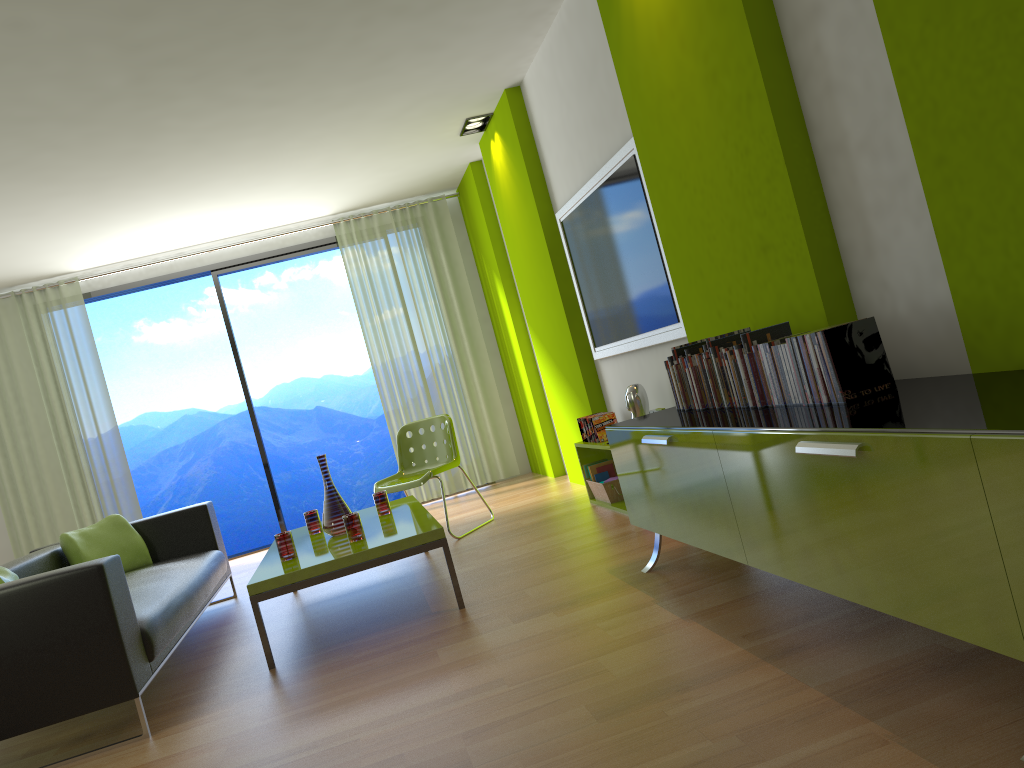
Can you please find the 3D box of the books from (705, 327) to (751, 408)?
[{"bbox_3d":[0.763,-0.053,3.010,0.163,0.248,0.017,-15,0,-11],"label":"books"}]

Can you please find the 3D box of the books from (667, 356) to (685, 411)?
[{"bbox_3d":[0.695,-0.019,3.360,0.172,0.215,0.030,-15,0,-11],"label":"books"}]

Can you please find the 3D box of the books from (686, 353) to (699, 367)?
[{"bbox_3d":[0.730,-0.021,3.207,0.163,0.201,0.025,-15,0,-11],"label":"books"}]

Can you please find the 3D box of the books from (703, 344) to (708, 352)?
[{"bbox_3d":[0.760,-0.042,3.089,0.144,0.229,0.025,-15,0,-11],"label":"books"}]

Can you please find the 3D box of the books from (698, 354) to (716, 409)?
[{"bbox_3d":[0.751,-0.024,3.109,0.163,0.198,0.018,-15,0,-11],"label":"books"}]

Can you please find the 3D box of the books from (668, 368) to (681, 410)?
[{"bbox_3d":[0.696,0.003,3.408,0.163,0.171,0.017,-15,0,-11],"label":"books"}]

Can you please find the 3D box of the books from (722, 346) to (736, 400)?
[{"bbox_3d":[0.789,-0.036,2.903,0.163,0.204,0.025,-15,0,-11],"label":"books"}]

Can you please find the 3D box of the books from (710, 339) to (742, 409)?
[{"bbox_3d":[0.769,-0.038,2.972,0.172,0.217,0.031,-15,0,-11],"label":"books"}]

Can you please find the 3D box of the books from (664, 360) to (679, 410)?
[{"bbox_3d":[0.688,-0.011,3.428,0.163,0.201,0.025,-15,0,-11],"label":"books"}]

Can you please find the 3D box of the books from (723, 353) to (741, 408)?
[{"bbox_3d":[0.783,-0.027,2.876,0.161,0.191,0.021,-15,0,-11],"label":"books"}]

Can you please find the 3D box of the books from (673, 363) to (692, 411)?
[{"bbox_3d":[0.706,-0.005,3.303,0.180,0.183,0.025,-15,0,-11],"label":"books"}]

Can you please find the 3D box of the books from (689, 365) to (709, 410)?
[{"bbox_3d":[0.736,-0.002,3.153,0.185,0.164,0.025,-15,0,-11],"label":"books"}]

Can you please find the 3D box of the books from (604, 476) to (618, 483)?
[{"bbox_3d":[0.598,0.561,5.220,0.087,0.008,0.110,-15,0,29],"label":"books"}]

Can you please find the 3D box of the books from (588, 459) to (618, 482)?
[{"bbox_3d":[0.568,0.577,5.397,0.158,0.202,0.051,-15,0,-11],"label":"books"}]

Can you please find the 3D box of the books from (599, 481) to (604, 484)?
[{"bbox_3d":[0.607,0.575,5.203,0.143,0.025,0.182,-15,0,-11],"label":"books"}]

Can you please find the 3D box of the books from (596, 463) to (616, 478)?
[{"bbox_3d":[0.585,0.582,5.377,0.105,0.182,0.031,-15,0,-11],"label":"books"}]

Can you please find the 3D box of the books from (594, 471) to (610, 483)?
[{"bbox_3d":[0.558,0.608,5.357,0.086,0.148,0.025,-15,0,-11],"label":"books"}]

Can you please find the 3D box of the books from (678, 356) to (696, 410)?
[{"bbox_3d":[0.716,-0.018,3.277,0.163,0.201,0.032,-15,0,-11],"label":"books"}]

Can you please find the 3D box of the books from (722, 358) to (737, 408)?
[{"bbox_3d":[0.789,-0.020,2.924,0.163,0.173,0.017,-15,0,-11],"label":"books"}]

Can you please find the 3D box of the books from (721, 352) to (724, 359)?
[{"bbox_3d":[0.788,-0.030,2.946,0.151,0.193,0.025,-15,0,-11],"label":"books"}]

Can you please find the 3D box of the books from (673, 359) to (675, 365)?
[{"bbox_3d":[0.706,-0.015,3.340,0.161,0.201,0.013,-15,0,-11],"label":"books"}]

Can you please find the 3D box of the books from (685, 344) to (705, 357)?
[{"bbox_3d":[0.728,-0.034,3.251,0.144,0.227,0.025,-15,0,-11],"label":"books"}]

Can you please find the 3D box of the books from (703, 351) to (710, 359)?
[{"bbox_3d":[0.759,-0.029,3.059,0.163,0.204,0.033,-15,0,-11],"label":"books"}]

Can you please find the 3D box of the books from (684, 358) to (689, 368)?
[{"bbox_3d":[0.726,-0.017,3.228,0.163,0.196,0.018,-15,0,-11],"label":"books"}]

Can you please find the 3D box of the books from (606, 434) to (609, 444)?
[{"bbox_3d":[0.602,0.271,4.845,0.164,0.078,0.172,-15,0,-12],"label":"books"}]

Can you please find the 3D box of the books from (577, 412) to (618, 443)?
[{"bbox_3d":[0.518,0.257,5.245,0.147,0.150,0.370,-15,0,-11],"label":"books"}]

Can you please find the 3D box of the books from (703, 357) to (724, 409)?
[{"bbox_3d":[0.759,-0.019,3.029,0.180,0.185,0.025,-15,0,-11],"label":"books"}]

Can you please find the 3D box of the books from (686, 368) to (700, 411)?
[{"bbox_3d":[0.729,0.000,3.181,0.185,0.162,0.025,-15,0,-11],"label":"books"}]

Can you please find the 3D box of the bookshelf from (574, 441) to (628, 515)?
[{"bbox_3d":[0.728,0.473,4.700,0.306,0.378,1.630,-15,0,-11],"label":"bookshelf"}]

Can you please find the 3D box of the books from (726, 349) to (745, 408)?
[{"bbox_3d":[0.787,-0.031,2.851,0.161,0.196,0.030,-15,0,-11],"label":"books"}]

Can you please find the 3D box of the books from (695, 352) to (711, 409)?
[{"bbox_3d":[0.746,-0.026,3.130,0.163,0.204,0.025,-15,0,-11],"label":"books"}]

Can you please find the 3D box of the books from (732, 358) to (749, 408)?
[{"bbox_3d":[0.796,-0.017,2.827,0.161,0.166,0.020,-15,0,-11],"label":"books"}]

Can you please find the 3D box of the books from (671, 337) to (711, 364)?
[{"bbox_3d":[0.702,-0.037,3.325,0.163,0.246,0.017,-15,0,-11],"label":"books"}]
